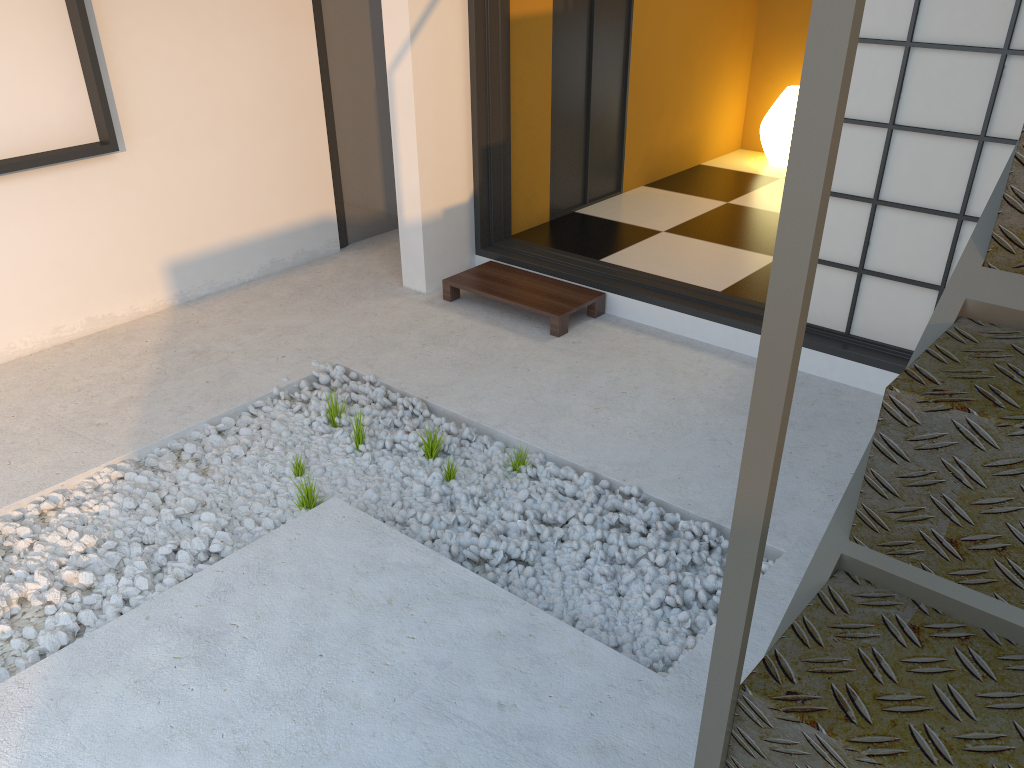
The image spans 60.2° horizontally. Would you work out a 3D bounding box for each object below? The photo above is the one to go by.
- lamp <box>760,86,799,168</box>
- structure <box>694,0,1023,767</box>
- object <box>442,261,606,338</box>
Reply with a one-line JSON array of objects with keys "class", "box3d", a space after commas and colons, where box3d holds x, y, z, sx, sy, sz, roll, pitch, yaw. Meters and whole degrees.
[{"class": "lamp", "box3d": [1.824, -1.674, 5.782, 0.383, 0.522, 0.382, 15, 34, 25]}, {"class": "structure", "box3d": [2.133, -1.326, 1.453, 1.138, 4.118, 6.388, 24, 37, 35]}, {"class": "object", "box3d": [0.049, -0.411, 4.145, 0.691, 0.105, 0.341, 21, 35, 34]}]
